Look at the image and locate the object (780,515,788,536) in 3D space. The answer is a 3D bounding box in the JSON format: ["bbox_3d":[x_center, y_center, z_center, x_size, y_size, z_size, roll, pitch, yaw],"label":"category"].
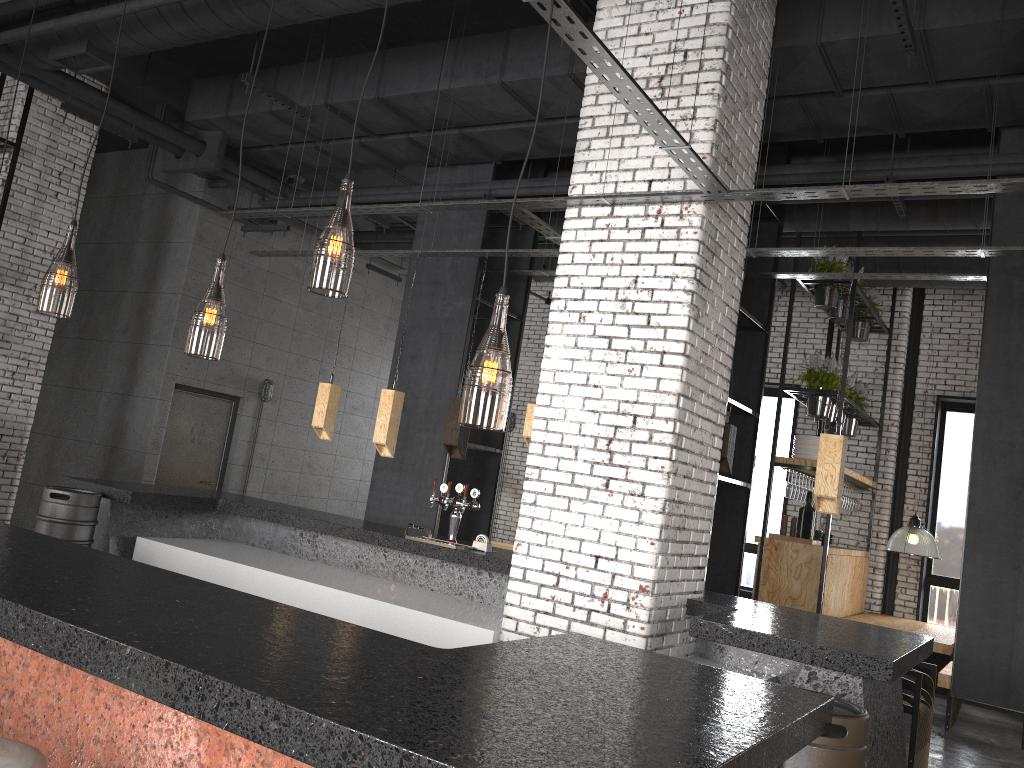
[{"bbox_3d":[2.711,1.426,8.828,0.056,0.249,0.055,6,-8,24],"label":"object"}]

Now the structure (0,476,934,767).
[{"bbox_3d":[-1.269,1.147,4.596,5.880,1.537,4.296,5,-8,32],"label":"structure"}]

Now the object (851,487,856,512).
[{"bbox_3d":[3.782,1.282,9.861,0.101,0.268,0.101,13,-8,-27],"label":"object"}]

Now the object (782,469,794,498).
[{"bbox_3d":[2.672,0.961,8.579,0.101,0.268,0.101,12,-8,-21],"label":"object"}]

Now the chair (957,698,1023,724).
[{"bbox_3d":[4.867,2.997,8.954,0.639,0.732,0.655,5,-8,30],"label":"chair"}]

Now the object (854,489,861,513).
[{"bbox_3d":[3.931,1.334,10.109,0.101,0.268,0.101,13,-8,-27],"label":"object"}]

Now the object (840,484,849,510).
[{"bbox_3d":[3.562,1.206,9.498,0.101,0.268,0.101,12,-8,-21],"label":"object"}]

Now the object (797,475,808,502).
[{"bbox_3d":[2.966,1.063,9.066,0.101,0.268,0.101,12,-8,-21],"label":"object"}]

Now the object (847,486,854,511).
[{"bbox_3d":[3.707,1.256,9.737,0.101,0.268,0.101,13,-8,-27],"label":"object"}]

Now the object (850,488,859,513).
[{"bbox_3d":[3.856,1.308,9.985,0.101,0.268,0.101,13,-8,-27],"label":"object"}]

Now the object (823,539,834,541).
[{"bbox_3d":[3.179,1.613,9.187,0.305,0.046,0.305,10,-6,-10],"label":"object"}]

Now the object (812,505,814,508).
[{"bbox_3d":[2.894,1.358,8.636,0.107,0.369,0.070,5,-9,31],"label":"object"}]

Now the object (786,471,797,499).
[{"bbox_3d":[2.742,0.985,8.695,0.101,0.268,0.101,12,-8,-21],"label":"object"}]

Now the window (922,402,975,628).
[{"bbox_3d":[5.228,1.547,10.217,0.749,2.706,0.364,4,-9,32],"label":"window"}]

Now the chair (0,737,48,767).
[{"bbox_3d":[-1.336,1.210,1.974,0.439,0.808,0.479,8,-7,11],"label":"chair"}]

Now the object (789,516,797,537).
[{"bbox_3d":[2.785,1.433,8.782,0.056,0.249,0.055,6,-8,24],"label":"object"}]

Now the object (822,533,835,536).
[{"bbox_3d":[3.188,1.559,9.196,0.306,0.040,0.305,7,-7,15],"label":"object"}]

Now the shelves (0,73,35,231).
[{"bbox_3d":[-6.281,-2.401,5.923,0.598,3.074,5.659,4,-8,32],"label":"shelves"}]

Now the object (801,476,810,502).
[{"bbox_3d":[3.041,1.089,9.190,0.101,0.268,0.101,12,-8,-21],"label":"object"}]

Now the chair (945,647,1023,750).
[{"bbox_3d":[4.355,2.816,8.070,0.639,0.732,0.655,5,-8,32],"label":"chair"}]

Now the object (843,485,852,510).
[{"bbox_3d":[3.632,1.230,9.614,0.101,0.268,0.101,12,-8,-21],"label":"object"}]

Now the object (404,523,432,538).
[{"bbox_3d":[-0.649,1.024,6.180,0.177,0.091,0.090,8,-7,7],"label":"object"}]

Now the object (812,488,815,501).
[{"bbox_3d":[2.914,0.983,8.428,0.101,0.268,0.101,12,-8,-21],"label":"object"}]

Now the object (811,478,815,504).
[{"bbox_3d":[3.187,1.139,9.431,0.101,0.268,0.101,12,-8,-21],"label":"object"}]

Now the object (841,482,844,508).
[{"bbox_3d":[3.430,1.160,9.280,0.101,0.268,0.101,12,-8,-21],"label":"object"}]

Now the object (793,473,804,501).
[{"bbox_3d":[2.892,1.037,8.942,0.101,0.268,0.101,12,-8,-21],"label":"object"}]

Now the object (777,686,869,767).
[{"bbox_3d":[0.847,1.498,2.725,0.399,1.038,0.397,12,-8,-23],"label":"object"}]

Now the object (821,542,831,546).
[{"bbox_3d":[3.174,1.647,9.183,0.305,0.035,0.305,11,-7,-20],"label":"object"}]

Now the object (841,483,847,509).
[{"bbox_3d":[3.496,1.184,9.390,0.101,0.268,0.101,12,-8,-21],"label":"object"}]

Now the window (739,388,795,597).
[{"bbox_3d":[3.212,1.368,11.472,0.749,2.706,0.364,4,-9,32],"label":"window"}]

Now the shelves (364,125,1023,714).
[{"bbox_3d":[1.636,-0.169,7.653,6.152,4.378,1.000,5,-8,32],"label":"shelves"}]

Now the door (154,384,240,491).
[{"bbox_3d":[-3.949,1.097,10.734,0.158,2.108,1.116,4,-9,32],"label":"door"}]

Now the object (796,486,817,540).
[{"bbox_3d":[2.835,1.238,8.499,0.157,0.555,0.106,5,-9,31],"label":"object"}]

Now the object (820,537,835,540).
[{"bbox_3d":[3.183,1.599,9.190,0.305,0.042,0.305,10,-6,-11],"label":"object"}]

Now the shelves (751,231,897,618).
[{"bbox_3d":[3.379,0.628,9.462,0.690,5.032,2.325,4,-9,32],"label":"shelves"}]

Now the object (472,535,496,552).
[{"bbox_3d":[0.097,1.094,5.816,0.767,0.106,0.200,5,-8,32],"label":"object"}]

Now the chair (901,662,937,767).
[{"bbox_3d":[2.651,2.361,6.431,0.639,0.732,0.655,4,-8,34],"label":"chair"}]

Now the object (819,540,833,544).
[{"bbox_3d":[3.177,1.637,9.184,0.305,0.041,0.306,14,-8,-40],"label":"object"}]

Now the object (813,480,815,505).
[{"bbox_3d":[3.254,1.162,9.541,0.101,0.268,0.101,12,-8,-21],"label":"object"}]

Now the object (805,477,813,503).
[{"bbox_3d":[3.116,1.115,9.314,0.101,0.268,0.101,12,-8,-21],"label":"object"}]

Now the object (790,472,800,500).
[{"bbox_3d":[2.817,1.011,8.819,0.101,0.268,0.101,12,-8,-21],"label":"object"}]

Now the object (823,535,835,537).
[{"bbox_3d":[3.185,1.573,9.194,0.305,0.049,0.306,13,-8,-33],"label":"object"}]

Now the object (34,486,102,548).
[{"bbox_3d":[-3.160,1.250,6.166,0.399,1.038,0.397,12,-8,-23],"label":"object"}]

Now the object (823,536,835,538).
[{"bbox_3d":[3.184,1.584,9.192,0.306,0.037,0.305,5,-8,33],"label":"object"}]
